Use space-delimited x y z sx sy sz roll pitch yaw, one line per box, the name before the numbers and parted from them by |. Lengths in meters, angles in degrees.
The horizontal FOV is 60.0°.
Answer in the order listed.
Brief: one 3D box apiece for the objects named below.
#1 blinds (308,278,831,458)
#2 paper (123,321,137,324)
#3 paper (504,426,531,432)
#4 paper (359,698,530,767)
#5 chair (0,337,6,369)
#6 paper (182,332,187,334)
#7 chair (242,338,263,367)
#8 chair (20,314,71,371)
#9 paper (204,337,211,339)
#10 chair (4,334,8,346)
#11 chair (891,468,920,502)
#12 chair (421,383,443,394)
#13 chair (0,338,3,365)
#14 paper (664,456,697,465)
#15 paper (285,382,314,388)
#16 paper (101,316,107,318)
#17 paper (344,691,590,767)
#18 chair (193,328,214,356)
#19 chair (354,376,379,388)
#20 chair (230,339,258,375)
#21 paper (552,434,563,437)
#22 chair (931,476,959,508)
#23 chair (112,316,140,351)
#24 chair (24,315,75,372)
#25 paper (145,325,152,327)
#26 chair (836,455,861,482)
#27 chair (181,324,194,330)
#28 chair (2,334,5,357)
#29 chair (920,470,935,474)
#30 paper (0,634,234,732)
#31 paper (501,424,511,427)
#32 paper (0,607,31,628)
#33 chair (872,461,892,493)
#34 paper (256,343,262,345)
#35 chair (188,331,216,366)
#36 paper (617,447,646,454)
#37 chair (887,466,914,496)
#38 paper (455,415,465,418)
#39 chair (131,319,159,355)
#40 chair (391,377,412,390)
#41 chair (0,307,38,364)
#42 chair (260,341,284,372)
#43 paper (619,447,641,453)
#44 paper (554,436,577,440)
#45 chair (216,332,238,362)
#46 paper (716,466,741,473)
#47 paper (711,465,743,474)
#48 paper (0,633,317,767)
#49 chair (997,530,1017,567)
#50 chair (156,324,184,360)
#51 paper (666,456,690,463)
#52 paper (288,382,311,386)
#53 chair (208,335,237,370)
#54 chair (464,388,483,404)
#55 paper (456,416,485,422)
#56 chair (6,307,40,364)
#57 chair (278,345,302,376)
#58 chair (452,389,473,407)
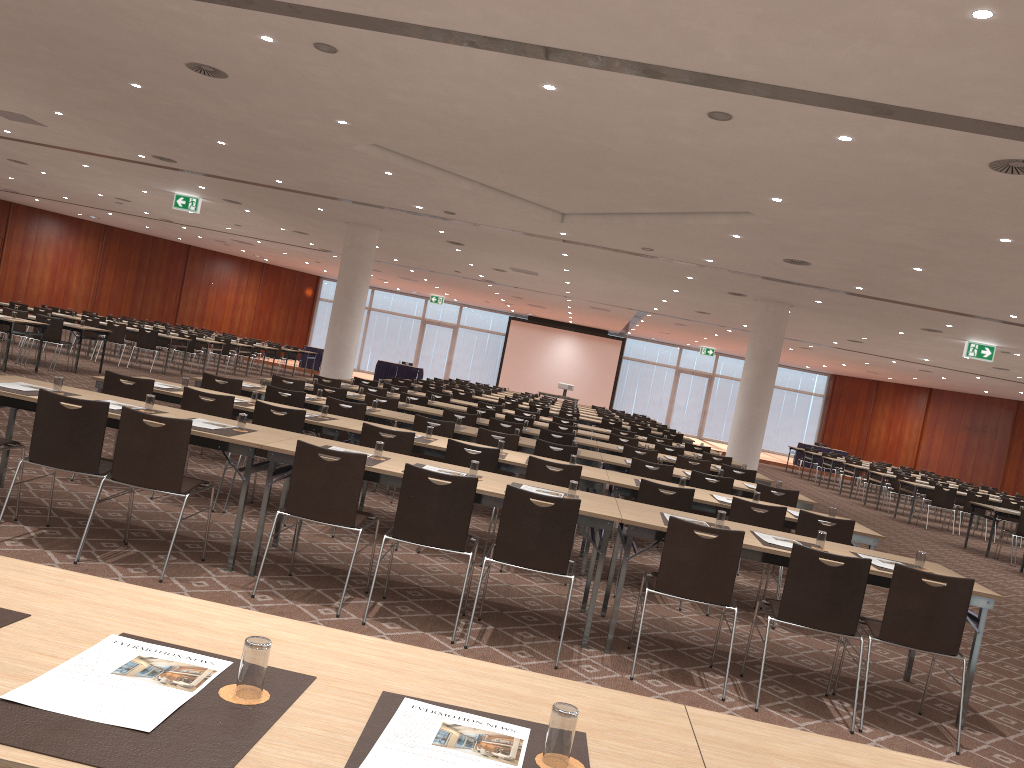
blinds | 2.185 -0.708 39.037 22.849 3.817 0.115 11 2 4
paper | -10.436 -1.682 23.996 0.460 0.003 0.565 11 1 4
paper | 0.016 0.573 11.720 0.460 0.003 0.565 11 1 5
paper | -0.119 0.718 1.740 0.283 0.006 0.398 11 1 6
chair | -8.338 -0.723 13.885 0.535 0.940 0.613 11 1 7
paper | -8.915 -1.388 23.960 0.283 0.006 0.398 11 1 5
chair | -8.509 -1.028 29.352 0.535 0.940 0.613 11 1 3
chair | -8.258 -0.742 15.810 0.535 0.940 0.613 11 1 2
paper | -8.253 -1.254 23.875 0.460 0.003 0.565 11 1 0
chair | -9.500 -0.987 16.013 0.535 0.940 0.613 11 1 3
chair | 11.585 2.950 26.030 0.535 0.940 0.613 11 1 2
chair | -1.749 0.473 18.982 0.535 0.940 0.613 11 1 4
chair | -8.381 -0.732 13.888 0.535 0.940 0.613 11 1 3
paper | 2.227 1.007 11.587 0.460 0.003 0.565 11 1 4
paper | -2.840 0.012 11.940 0.460 0.003 0.565 11 1 4
paper | -11.147 -1.827 24.119 0.283 0.006 0.398 11 1 3
paper | -0.072 0.732 1.687 0.460 0.003 0.565 11 1 2
chair | -10.160 -1.354 29.548 0.535 0.940 0.613 11 1 3
chair | -2.593 0.369 15.490 0.535 0.940 0.613 11 1 3
chair | -7.579 -0.775 25.278 0.535 0.940 0.613 11 1 6
paper | 0.586 0.679 11.768 0.283 0.006 0.398 11 1 4
chair | 12.744 3.177 26.009 0.535 0.940 0.613 11 1 6
chair | -11.091 -1.467 25.663 0.535 0.940 0.613 11 1 2
chair | -8.180 -0.726 15.805 0.535 0.940 0.613 11 1 3
paper | -9.871 -1.577 24.049 0.283 0.006 0.398 11 1 2
chair | 10.720 2.744 28.154 0.535 0.940 0.613 11 1 6
chair | -10.815 -1.481 29.512 0.535 0.940 0.613 11 1 2
chair | -9.565 -1.000 16.018 0.535 0.940 0.614 11 1 7
chair | 12.906 3.176 27.861 0.535 0.940 0.613 11 1 4
paper | -0.770 0.590 1.781 0.283 0.006 0.398 11 1 3
paper | -0.021 0.560 11.805 0.283 0.006 0.398 11 1 2
paper | -1.348 0.482 1.761 0.460 0.003 0.565 11 1 6
chair | 11.608 2.921 27.952 0.535 0.940 0.613 11 1 2
paper | -7.926 -1.259 27.819 0.460 0.003 0.565 11 1 2
chair | -8.852 -1.028 25.507 0.535 0.940 0.613 11 1 5
paper | 1.615 0.886 11.640 0.460 0.003 0.565 11 1 4
chair | 12.317 3.059 27.984 0.535 0.940 0.613 11 1 1
paper | -0.675 0.431 11.874 0.283 0.006 0.398 11 1 5
chair | -10.477 -1.344 25.479 0.535 0.940 0.613 11 1 7
chair | -2.404 0.345 18.985 0.535 0.940 0.613 11 1 6
chair | -8.913 -0.872 15.930 0.535 0.940 0.613 11 1 1
chair | -7.908 -0.912 29.391 0.535 0.940 0.614 11 1 6
paper | 1.550 0.869 11.695 0.283 0.006 0.398 11 1 3
paper | 0.634 0.694 11.701 0.460 0.003 0.565 11 1 3
chair | -9.454 -1.216 29.558 0.535 0.940 0.613 11 1 2
paper | 2.836 1.121 11.627 0.283 0.006 0.398 11 1 5
paper | 2.852 1.130 11.532 0.460 0.003 0.565 11 1 2
paper | -0.686 0.612 1.719 0.460 0.003 0.565 11 1 5
chair | 8.515 2.551 14.643 0.535 0.940 0.613 11 1 4
chair | -9.773 -1.208 25.512 0.535 0.940 0.613 11 1 1
paper | 2.180 0.993 11.648 0.283 0.006 0.398 11 1 1
paper | -2.871 0.001 12.014 0.283 0.006 0.398 11 1 5
chair | -8.246 -0.908 25.405 0.535 0.940 0.613 11 1 6
chair | -0.974 0.590 20.932 0.535 0.940 0.613 11 1 5
paper | -0.610 0.450 11.788 0.460 0.003 0.565 11 1 5
chair | -8.865 -0.862 15.926 0.535 0.940 0.613 11 1 5
chair | -7.279 -0.787 29.266 0.535 0.940 0.613 11 1 4
chair | -1.115 0.598 18.860 0.535 0.940 0.613 11 1 4
